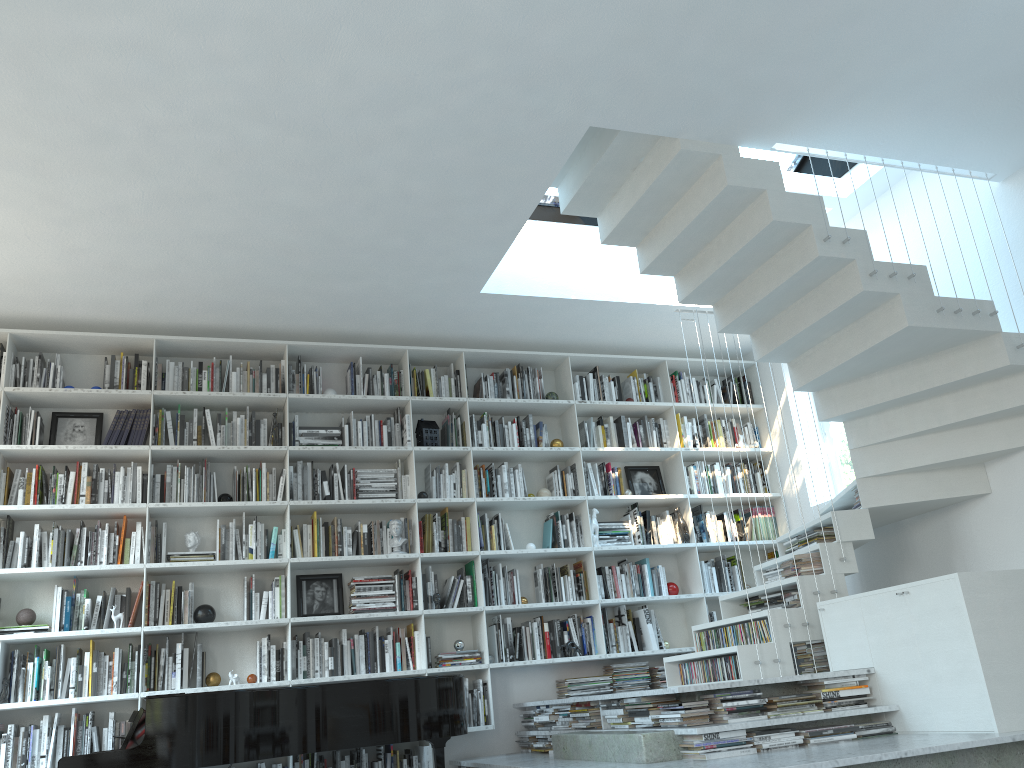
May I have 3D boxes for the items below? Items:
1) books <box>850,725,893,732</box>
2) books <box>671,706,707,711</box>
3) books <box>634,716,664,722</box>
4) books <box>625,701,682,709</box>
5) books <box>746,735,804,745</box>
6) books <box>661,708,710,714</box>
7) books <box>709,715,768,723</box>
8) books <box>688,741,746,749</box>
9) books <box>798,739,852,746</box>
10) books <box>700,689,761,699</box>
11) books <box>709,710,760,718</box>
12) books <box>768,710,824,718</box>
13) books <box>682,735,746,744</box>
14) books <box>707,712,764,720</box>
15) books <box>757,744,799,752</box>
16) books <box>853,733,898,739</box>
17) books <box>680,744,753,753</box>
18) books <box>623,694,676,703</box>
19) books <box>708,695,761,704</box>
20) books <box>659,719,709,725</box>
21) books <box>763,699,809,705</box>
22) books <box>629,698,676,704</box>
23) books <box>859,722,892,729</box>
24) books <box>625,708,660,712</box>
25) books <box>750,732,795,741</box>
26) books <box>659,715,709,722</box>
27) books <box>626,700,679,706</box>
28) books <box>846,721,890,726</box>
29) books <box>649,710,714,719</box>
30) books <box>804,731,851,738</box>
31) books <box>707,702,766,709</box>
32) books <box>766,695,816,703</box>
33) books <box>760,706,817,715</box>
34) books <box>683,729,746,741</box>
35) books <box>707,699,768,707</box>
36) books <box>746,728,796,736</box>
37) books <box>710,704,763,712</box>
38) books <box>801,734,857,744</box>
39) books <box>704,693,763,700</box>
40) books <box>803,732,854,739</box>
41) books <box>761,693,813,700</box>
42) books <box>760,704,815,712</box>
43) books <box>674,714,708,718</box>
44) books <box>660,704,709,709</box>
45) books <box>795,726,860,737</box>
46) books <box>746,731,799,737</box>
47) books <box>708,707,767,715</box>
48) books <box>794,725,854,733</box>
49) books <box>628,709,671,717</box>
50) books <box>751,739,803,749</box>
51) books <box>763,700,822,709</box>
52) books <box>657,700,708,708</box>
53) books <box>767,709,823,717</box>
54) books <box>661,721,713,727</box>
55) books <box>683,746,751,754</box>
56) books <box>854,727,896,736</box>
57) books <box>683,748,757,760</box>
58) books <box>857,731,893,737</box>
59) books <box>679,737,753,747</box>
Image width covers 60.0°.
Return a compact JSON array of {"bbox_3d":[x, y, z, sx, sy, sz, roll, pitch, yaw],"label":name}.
[{"bbox_3d":[1.697,1.660,4.270,0.225,0.007,0.133,0,-21,-16],"label":"books"},{"bbox_3d":[0.845,1.549,4.236,0.091,0.011,0.190,2,-21,-21],"label":"books"},{"bbox_3d":[0.726,1.678,4.458,0.155,0.028,0.190,1,-21,-19],"label":"books"},{"bbox_3d":[0.709,1.620,4.474,0.168,0.013,0.282,3,-21,-22],"label":"books"},{"bbox_3d":[1.182,1.637,4.078,0.272,0.012,0.159,2,-21,-21],"label":"books"},{"bbox_3d":[0.825,1.559,4.225,0.137,0.012,0.243,1,-21,-19],"label":"books"},{"bbox_3d":[1.062,1.582,4.181,0.216,0.015,0.178,2,-21,-21],"label":"books"},{"bbox_3d":[0.916,1.619,3.979,0.210,0.012,0.169,0,-21,-16],"label":"books"},{"bbox_3d":[1.450,1.682,4.171,0.249,0.009,0.144,2,-21,-21],"label":"books"},{"bbox_3d":[1.042,1.483,4.242,0.261,0.016,0.129,2,-21,-21],"label":"books"},{"bbox_3d":[1.053,1.565,4.207,0.207,0.012,0.132,3,-22,-23],"label":"books"},{"bbox_3d":[1.326,1.593,4.272,0.291,0.007,0.175,1,-21,-17],"label":"books"},{"bbox_3d":[0.908,1.603,4.001,0.257,0.010,0.132,0,-21,-16],"label":"books"},{"bbox_3d":[1.056,1.574,4.199,0.227,0.012,0.149,2,-21,-21],"label":"books"},{"bbox_3d":[1.183,1.670,4.071,0.208,0.015,0.153,2,-21,-21],"label":"books"},{"bbox_3d":[1.704,1.688,4.250,0.261,0.006,0.152,3,-22,-23],"label":"books"},{"bbox_3d":[0.915,1.635,3.980,0.285,0.008,0.160,2,-21,-21],"label":"books"},{"bbox_3d":[0.694,1.589,4.480,0.189,0.022,0.238,0,-21,-15],"label":"books"},{"bbox_3d":[1.049,1.503,4.223,0.221,0.018,0.155,1,-21,-19],"label":"books"},{"bbox_3d":[0.814,1.602,4.204,0.161,0.014,0.213,0,-21,-16],"label":"books"},{"bbox_3d":[1.317,1.543,4.301,0.179,0.010,0.160,1,-21,-18],"label":"books"},{"bbox_3d":[0.709,1.604,4.480,0.170,0.008,0.209,1,-21,-17],"label":"books"},{"bbox_3d":[1.694,1.652,4.279,0.229,0.014,0.133,2,-21,-21],"label":"books"},{"bbox_3d":[0.709,1.635,4.468,0.187,0.009,0.251,2,-21,-20],"label":"books"},{"bbox_3d":[1.177,1.627,4.093,0.211,0.018,0.135,1,-21,-17],"label":"books"},{"bbox_3d":[0.818,1.589,4.211,0.152,0.015,0.208,3,-21,-22],"label":"books"},{"bbox_3d":[0.710,1.611,4.478,0.171,0.007,0.261,2,-21,-21],"label":"books"},{"bbox_3d":[1.693,1.642,4.282,0.215,0.007,0.131,1,-21,-18],"label":"books"},{"bbox_3d":[0.804,1.570,4.213,0.184,0.014,0.298,2,-21,-21],"label":"books"},{"bbox_3d":[1.446,1.653,4.184,0.273,0.009,0.129,1,-21,-17],"label":"books"},{"bbox_3d":[1.053,1.528,4.210,0.260,0.009,0.153,1,-21,-17],"label":"books"},{"bbox_3d":[1.318,1.530,4.300,0.246,0.013,0.173,2,-21,-21],"label":"books"},{"bbox_3d":[1.318,1.585,4.295,0.293,0.014,0.134,3,-21,-22],"label":"books"},{"bbox_3d":[0.911,1.582,3.995,0.234,0.025,0.158,4,-22,-24],"label":"books"},{"bbox_3d":[1.059,1.509,4.195,0.230,0.015,0.190,0,-21,-15],"label":"books"},{"bbox_3d":[1.176,1.607,4.097,0.220,0.013,0.149,2,-21,-21],"label":"books"},{"bbox_3d":[1.055,1.537,4.204,0.210,0.012,0.169,1,-21,-19],"label":"books"},{"bbox_3d":[1.455,1.662,4.157,0.250,0.018,0.178,1,-21,-17],"label":"books"},{"bbox_3d":[1.050,1.487,4.220,0.228,0.009,0.159,3,-22,-23],"label":"books"},{"bbox_3d":[1.452,1.654,4.166,0.254,0.005,0.161,3,-22,-23],"label":"books"},{"bbox_3d":[1.319,1.517,4.298,0.203,0.011,0.174,4,-22,-24],"label":"books"},{"bbox_3d":[1.322,1.566,4.286,0.214,0.015,0.177,1,-21,-19],"label":"books"},{"bbox_3d":[0.823,1.580,4.216,0.134,0.006,0.228,0,-21,-16],"label":"books"},{"bbox_3d":[0.819,1.539,4.230,0.132,0.009,0.270,0,-21,-16],"label":"books"},{"bbox_3d":[1.453,1.632,4.165,0.287,0.018,0.191,2,-21,-21],"label":"books"},{"bbox_3d":[1.177,1.615,4.092,0.242,0.005,0.153,1,-21,-19],"label":"books"},{"bbox_3d":[1.059,1.545,4.190,0.215,0.013,0.190,2,-21,-21],"label":"books"},{"bbox_3d":[1.442,1.623,4.175,0.275,0.008,0.177,2,-21,-20],"label":"books"},{"bbox_3d":[0.715,1.652,4.464,0.177,0.026,0.231,2,-21,-20],"label":"books"},{"bbox_3d":[1.187,1.649,4.064,0.232,0.019,0.170,4,-22,-24],"label":"books"},{"bbox_3d":[1.325,1.547,4.278,0.273,0.014,0.188,4,-22,-24],"label":"books"},{"bbox_3d":[0.815,1.528,4.233,0.149,0.014,0.229,2,-21,-21],"label":"books"},{"bbox_3d":[1.326,1.587,4.274,0.287,0.005,0.166,0,-21,-15],"label":"books"},{"bbox_3d":[0.829,1.613,4.205,0.144,0.009,0.250,2,-21,-20],"label":"books"},{"bbox_3d":[0.916,1.642,3.978,0.264,0.006,0.165,1,-21,-19],"label":"books"},{"bbox_3d":[1.699,1.670,4.263,0.234,0.017,0.152,1,-21,-19],"label":"books"},{"bbox_3d":[0.924,1.649,3.955,0.262,0.023,0.201,2,-21,-21],"label":"books"},{"bbox_3d":[1.701,1.682,4.257,0.179,0.010,0.160,2,-21,-20],"label":"books"},{"bbox_3d":[0.913,1.609,3.986,0.292,0.012,0.160,1,-21,-17],"label":"books"}]
